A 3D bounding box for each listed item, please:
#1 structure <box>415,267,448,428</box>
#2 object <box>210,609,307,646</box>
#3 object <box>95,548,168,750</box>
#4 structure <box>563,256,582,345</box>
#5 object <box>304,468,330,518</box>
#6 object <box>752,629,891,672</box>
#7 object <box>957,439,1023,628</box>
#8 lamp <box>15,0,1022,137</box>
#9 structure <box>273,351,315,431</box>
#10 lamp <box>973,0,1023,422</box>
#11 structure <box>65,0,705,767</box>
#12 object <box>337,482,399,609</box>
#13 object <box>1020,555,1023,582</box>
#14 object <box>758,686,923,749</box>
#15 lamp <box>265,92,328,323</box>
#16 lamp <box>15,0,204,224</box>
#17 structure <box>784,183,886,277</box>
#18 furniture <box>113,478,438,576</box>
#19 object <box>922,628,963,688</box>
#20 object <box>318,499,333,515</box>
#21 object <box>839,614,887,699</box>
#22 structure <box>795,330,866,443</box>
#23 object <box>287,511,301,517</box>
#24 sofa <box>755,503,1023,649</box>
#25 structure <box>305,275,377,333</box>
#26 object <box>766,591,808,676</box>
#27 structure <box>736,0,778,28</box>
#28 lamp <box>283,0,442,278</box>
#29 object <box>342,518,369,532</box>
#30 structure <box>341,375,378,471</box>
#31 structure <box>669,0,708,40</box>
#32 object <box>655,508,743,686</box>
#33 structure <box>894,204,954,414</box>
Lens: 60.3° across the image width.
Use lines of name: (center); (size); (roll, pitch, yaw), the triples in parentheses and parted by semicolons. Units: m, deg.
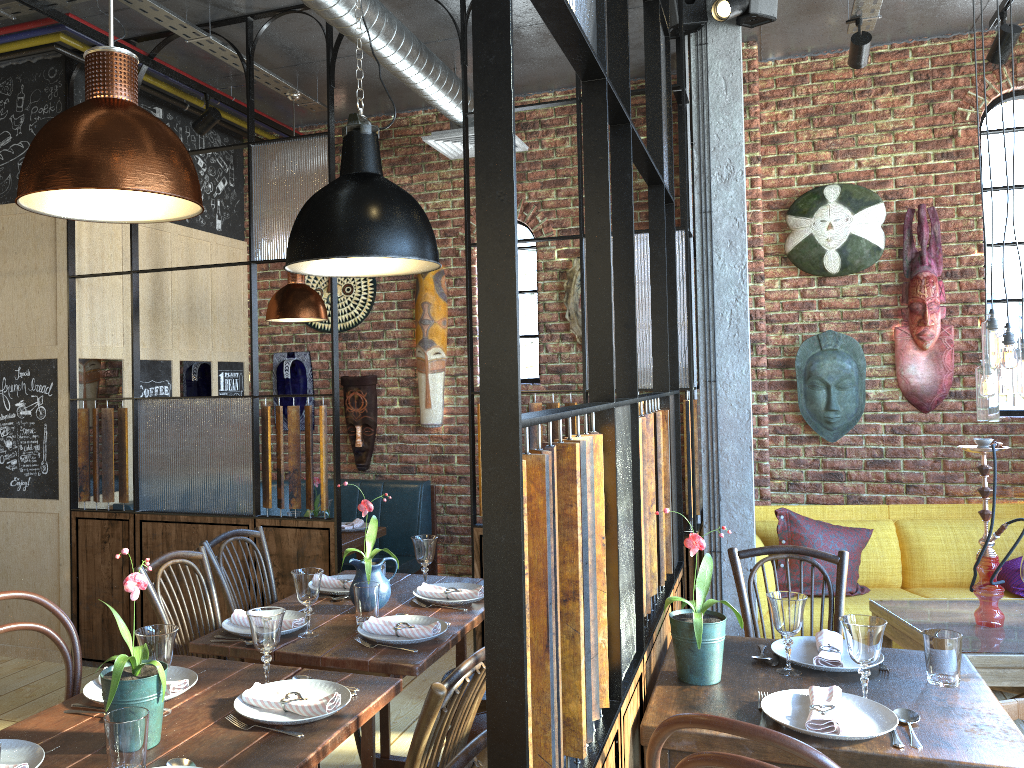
structure: (-0.546, -0.271, 5.850); (0.239, 1.121, 0.090); (-2, -1, 20)
object: (-0.763, 0.730, 2.701); (0.278, 0.051, 0.314); (-1, 0, 21)
object: (-0.814, 0.547, 1.875); (0.140, 0.427, 0.211); (0, -1, -39)
structure: (0.597, -0.512, 5.429); (0.607, 0.727, 0.123); (-2, -1, 20)
object: (-1.070, 0.661, 4.828); (0.146, 0.427, 0.202); (-1, -1, -4)
object: (0.803, 0.696, 2.308); (0.336, 0.051, 0.260); (-1, 0, 22)
object: (1.798, 0.562, 3.306); (0.172, 0.704, 0.256); (-2, -1, 9)
lamp: (-1.435, -1.552, 2.432); (6.452, 0.274, 7.012); (-1, 0, 18)
structure: (-1.560, 0.053, 6.228); (0.334, 0.559, 0.111); (-2, -1, 20)
lamp: (1.837, -0.849, 3.499); (0.526, 2.121, 0.275); (-3, -2, 43)
structure: (-1.872, -0.152, 2.275); (6.067, 3.328, 5.816); (-1, 0, 2)
object: (-0.468, 0.533, 2.930); (0.143, 0.431, 0.208); (-2, -1, 37)
object: (2.064, 0.793, 3.482); (0.087, 0.228, 0.095); (-1, -1, -34)
object: (0.695, 0.701, 1.887); (0.336, 0.051, 0.260); (-1, 0, 22)
lamp: (-1.277, -1.039, 5.189); (0.375, 1.335, 0.361); (-2, -1, 11)
lamp: (-0.842, -1.032, 1.842); (0.364, 1.335, 0.373); (-1, -1, -9)
structure: (1.820, -0.869, 4.974); (0.547, 0.521, 0.143); (-1, -1, 20)
furniture: (-1.394, 1.070, 5.413); (1.487, 0.822, 1.447); (-1, 0, 18)
object: (1.033, 0.657, 2.112); (0.085, 0.119, 0.083); (-1, -1, 8)
object: (-1.102, 0.778, 5.190); (0.098, 0.192, 0.098); (-1, -1, -2)
object: (0.793, 0.628, 1.984); (0.095, 0.192, 0.102); (-1, -1, -25)
structure: (1.797, 0.014, 4.967); (0.379, 0.640, 0.100); (-2, -1, 21)
object: (-1.289, 0.818, 5.213); (0.083, 0.119, 0.086); (-1, -1, -13)
sofa: (2.024, 1.029, 4.327); (2.009, 0.763, 0.784); (-1, 0, 4)
structure: (-1.251, -0.665, 6.135); (0.681, 0.619, 0.077); (-1, -1, 18)
object: (0.694, 0.629, 2.219); (0.097, 0.192, 0.099); (-1, -1, -6)
structure: (1.019, -1.653, 3.710); (0.159, 0.268, 0.192); (-1, -1, -32)
lamp: (-0.514, -1.050, 2.969); (0.552, 1.327, 0.506); (-2, -1, 31)
object: (-0.993, 0.846, 5.278); (0.336, 0.051, 0.260); (-1, 0, 22)
structure: (-1.041, 0.270, 6.019); (0.268, 0.655, 0.155); (-2, -1, 19)
structure: (0.727, -1.647, 3.821); (0.182, 0.268, 0.167); (-1, -1, -9)
object: (0.468, 0.517, 2.196); (0.199, 0.427, 0.145); (-1, -1, -38)
structure: (2.266, -0.407, 4.856); (0.218, 1.147, 0.235); (-1, -1, -26)
